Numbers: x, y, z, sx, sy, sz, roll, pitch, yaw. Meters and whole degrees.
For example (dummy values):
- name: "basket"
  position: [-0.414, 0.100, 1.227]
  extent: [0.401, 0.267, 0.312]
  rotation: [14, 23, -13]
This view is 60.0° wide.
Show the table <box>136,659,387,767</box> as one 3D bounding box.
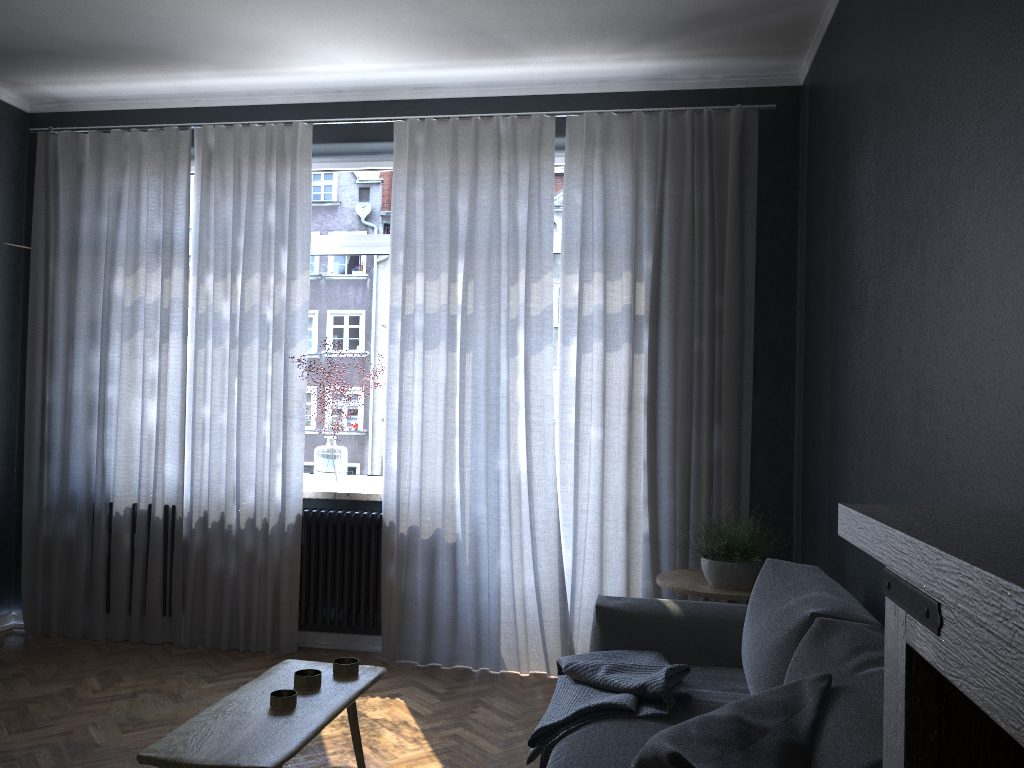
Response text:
- name: "table"
  position: [-0.579, 1.058, 2.176]
  extent: [0.339, 0.549, 0.788]
  rotation: [1, -2, 9]

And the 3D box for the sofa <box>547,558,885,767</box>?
- name: "sofa"
  position: [0.544, 0.959, 2.209]
  extent: [0.970, 0.798, 2.341]
  rotation: [1, -2, 9]

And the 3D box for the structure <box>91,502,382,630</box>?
- name: "structure"
  position: [-1.414, 0.958, 4.788]
  extent: [1.846, 0.600, 0.216]
  rotation: [1, -1, 9]

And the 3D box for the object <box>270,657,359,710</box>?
- name: "object"
  position: [-0.524, 0.774, 2.311]
  extent: [0.103, 0.033, 0.369]
  rotation: [1, -2, 20]

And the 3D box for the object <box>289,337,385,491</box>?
- name: "object"
  position: [-0.953, 0.169, 4.759]
  extent: [0.514, 0.809, 0.599]
  rotation: [2, -1, -17]

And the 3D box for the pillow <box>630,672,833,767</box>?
- name: "pillow"
  position: [0.396, 0.755, 1.606]
  extent: [0.442, 0.362, 0.798]
  rotation: [0, -2, 27]

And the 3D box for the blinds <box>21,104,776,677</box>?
- name: "blinds"
  position: [-0.718, 0.013, 4.633]
  extent: [3.992, 2.788, 0.312]
  rotation: [1, -1, 9]

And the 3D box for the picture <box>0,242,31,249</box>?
- name: "picture"
  position: [-3.067, -0.487, 2.882]
  extent: [0.058, 0.771, 4.459]
  rotation: [1, -2, 9]

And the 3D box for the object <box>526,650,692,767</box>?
- name: "object"
  position: [0.334, 0.999, 2.826]
  extent: [0.490, 0.329, 0.667]
  rotation: [1, -2, 14]

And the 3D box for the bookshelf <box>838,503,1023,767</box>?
- name: "bookshelf"
  position: [0.448, 0.696, 0.073]
  extent: [0.451, 1.171, 1.919]
  rotation: [1, -2, 9]
